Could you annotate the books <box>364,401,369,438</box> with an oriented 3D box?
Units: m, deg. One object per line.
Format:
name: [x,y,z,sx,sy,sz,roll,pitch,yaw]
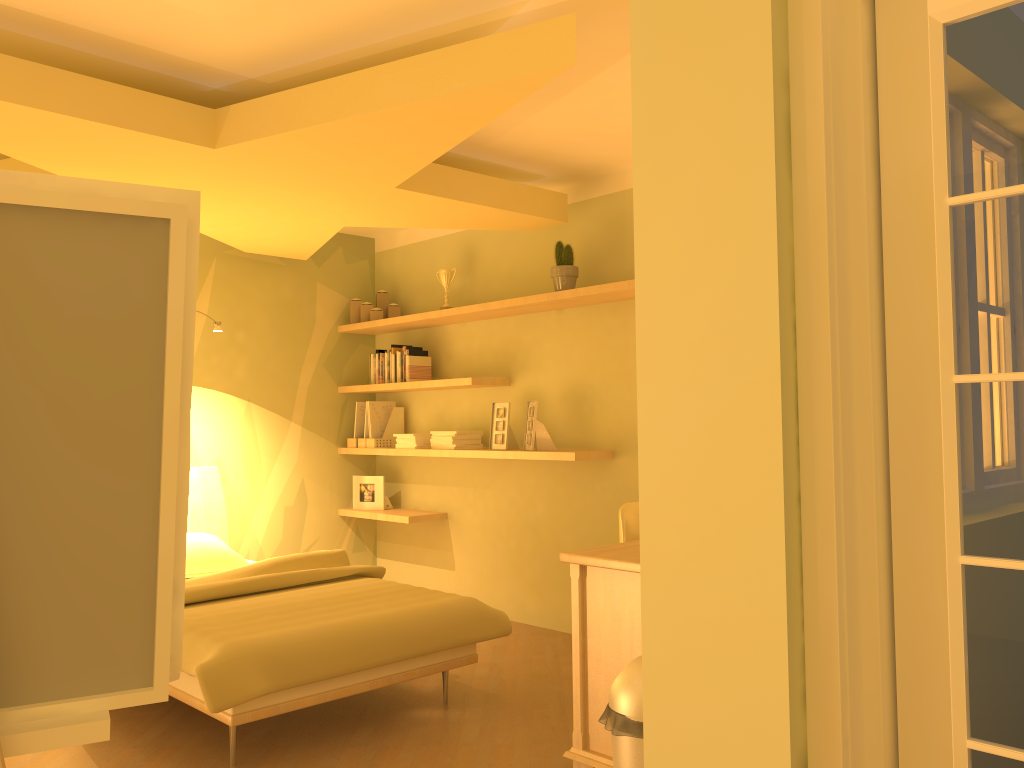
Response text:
books: [-0.863,0.261,5.740,0.214,0.297,0.048,2,-4,-44]

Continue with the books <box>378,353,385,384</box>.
books: [-0.788,-0.094,5.677,0.157,0.203,0.032,2,-4,-44]

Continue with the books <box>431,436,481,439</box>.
books: [-0.327,0.312,5.179,0.190,0.015,0.270,1,-3,-31]

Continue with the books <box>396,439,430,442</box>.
books: [-0.543,0.340,5.414,0.270,0.015,0.190,2,-4,-45]

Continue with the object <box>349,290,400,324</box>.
object: [-0.898,-0.502,5.795,0.234,0.229,0.349,2,-3,-43]

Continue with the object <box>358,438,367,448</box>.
object: [-0.878,0.283,5.757,0.236,0.259,0.087,2,-4,-44]

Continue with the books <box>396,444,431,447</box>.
books: [-0.546,0.371,5.420,0.190,0.015,0.270,-3,-3,42]

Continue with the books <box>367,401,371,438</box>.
books: [-0.834,0.260,5.706,0.210,0.296,0.036,2,-3,-44]

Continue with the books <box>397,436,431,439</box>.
books: [-0.538,0.325,5.421,0.270,0.015,0.190,2,-3,-42]

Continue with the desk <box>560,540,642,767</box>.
desk: [0.885,0.883,2.974,1.396,0.720,0.684,2,-4,-44]

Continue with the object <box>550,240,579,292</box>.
object: [0.270,-0.605,4.558,0.145,0.294,0.145,-2,-3,27]

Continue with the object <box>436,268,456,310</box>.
object: [-0.392,-0.549,5.304,0.160,0.268,0.095,-1,-3,16]

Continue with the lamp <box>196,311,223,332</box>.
lamp: [-1.738,-0.361,4.911,0.050,0.178,0.533,2,-4,-44]

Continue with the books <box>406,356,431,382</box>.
books: [-0.574,-0.088,5.440,0.178,0.163,0.032,2,-4,-44]

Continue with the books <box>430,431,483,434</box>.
books: [-0.325,0.282,5.188,0.190,0.015,0.270,1,-3,-38]

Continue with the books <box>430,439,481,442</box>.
books: [-0.331,0.327,5.184,0.190,0.015,0.270,1,-3,-33]

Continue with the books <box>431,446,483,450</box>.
books: [-0.323,0.372,5.184,0.190,0.015,0.270,1,-3,-33]

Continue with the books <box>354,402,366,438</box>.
books: [-0.950,0.267,5.831,0.048,0.297,0.214,-3,-3,40]

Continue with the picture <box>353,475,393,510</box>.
picture: [-0.912,0.704,5.766,0.247,0.219,0.131,-2,-3,23]

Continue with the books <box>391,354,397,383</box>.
books: [-0.682,-0.092,5.555,0.173,0.184,0.032,2,-4,-44]

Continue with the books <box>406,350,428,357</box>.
books: [-0.589,-0.106,5.471,0.157,0.203,0.032,2,-4,-44]

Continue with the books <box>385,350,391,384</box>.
books: [-0.730,-0.105,5.611,0.166,0.217,0.038,2,-4,-44]

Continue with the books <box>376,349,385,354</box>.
books: [-0.819,-0.105,5.723,0.138,0.229,0.032,2,-4,-44]

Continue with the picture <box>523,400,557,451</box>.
picture: [0.157,0.221,4.706,0.171,0.264,0.134,0,-3,-17]

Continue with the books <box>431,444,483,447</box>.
books: [-0.324,0.357,5.185,0.190,0.015,0.270,1,-3,-36]

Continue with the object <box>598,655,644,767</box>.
object: [0.350,0.947,2.203,0.248,0.535,0.255,0,-3,-10]

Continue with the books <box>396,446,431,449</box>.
books: [-0.546,0.386,5.419,0.270,0.015,0.190,2,-4,-45]

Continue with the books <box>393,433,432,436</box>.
books: [-0.561,0.311,5.424,0.190,0.015,0.270,-3,-3,44]

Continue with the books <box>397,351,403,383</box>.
books: [-0.651,-0.102,5.535,0.157,0.203,0.040,2,-4,-44]

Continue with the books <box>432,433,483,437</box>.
books: [-0.320,0.298,5.201,0.190,0.015,0.270,1,-3,-33]

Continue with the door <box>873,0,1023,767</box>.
door: [0.979,0.172,1.428,0.098,2.033,0.884,2,-4,-44]

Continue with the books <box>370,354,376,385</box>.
books: [-0.850,-0.091,5.742,0.157,0.203,0.040,2,-4,-44]

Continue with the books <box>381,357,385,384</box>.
books: [-0.769,-0.080,5.657,0.157,0.172,0.021,2,-4,-44]

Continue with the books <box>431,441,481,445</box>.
books: [-0.329,0.342,5.178,0.190,0.015,0.270,1,-3,-32]

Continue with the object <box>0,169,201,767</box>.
object: [-0.715,0.282,0.884,1.132,1.896,0.972,-2,-3,29]

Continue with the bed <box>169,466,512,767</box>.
bed: [-1.285,0.867,3.955,1.286,0.894,2.378,2,-4,-44]

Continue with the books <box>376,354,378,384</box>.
books: [-0.806,-0.091,5.696,0.157,0.198,0.022,2,-4,-44]

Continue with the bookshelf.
bookshelf: [-0.130,0.189,4.990,0.300,1.240,2.605,2,-4,-44]

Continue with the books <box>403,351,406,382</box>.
books: [-0.607,-0.102,5.490,0.157,0.198,0.022,2,-4,-44]

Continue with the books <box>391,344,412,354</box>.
books: [-0.695,-0.122,5.581,0.157,0.247,0.021,2,-4,-44]

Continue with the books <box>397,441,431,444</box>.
books: [-0.538,0.355,5.417,0.270,0.015,0.190,2,-3,-43]

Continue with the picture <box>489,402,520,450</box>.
picture: [-0.022,0.234,4.952,0.171,0.264,0.134,2,-4,-45]

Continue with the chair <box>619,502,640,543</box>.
chair: [0.674,0.878,3.560,0.531,0.785,0.546,0,-3,-24]

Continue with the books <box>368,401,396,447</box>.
books: [-0.825,0.259,5.703,0.210,0.296,0.043,2,-3,-44]

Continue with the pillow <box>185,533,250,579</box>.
pillow: [-1.761,0.880,4.463,0.801,0.213,0.482,1,-3,-34]

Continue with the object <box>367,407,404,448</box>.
object: [-0.811,0.279,5.688,0.236,0.259,0.087,2,-3,-44]

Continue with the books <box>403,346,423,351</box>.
books: [-0.620,-0.116,5.516,0.138,0.229,0.032,2,-4,-44]

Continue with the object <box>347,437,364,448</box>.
object: [-0.966,0.288,5.847,0.087,0.259,0.236,-3,-3,40]
